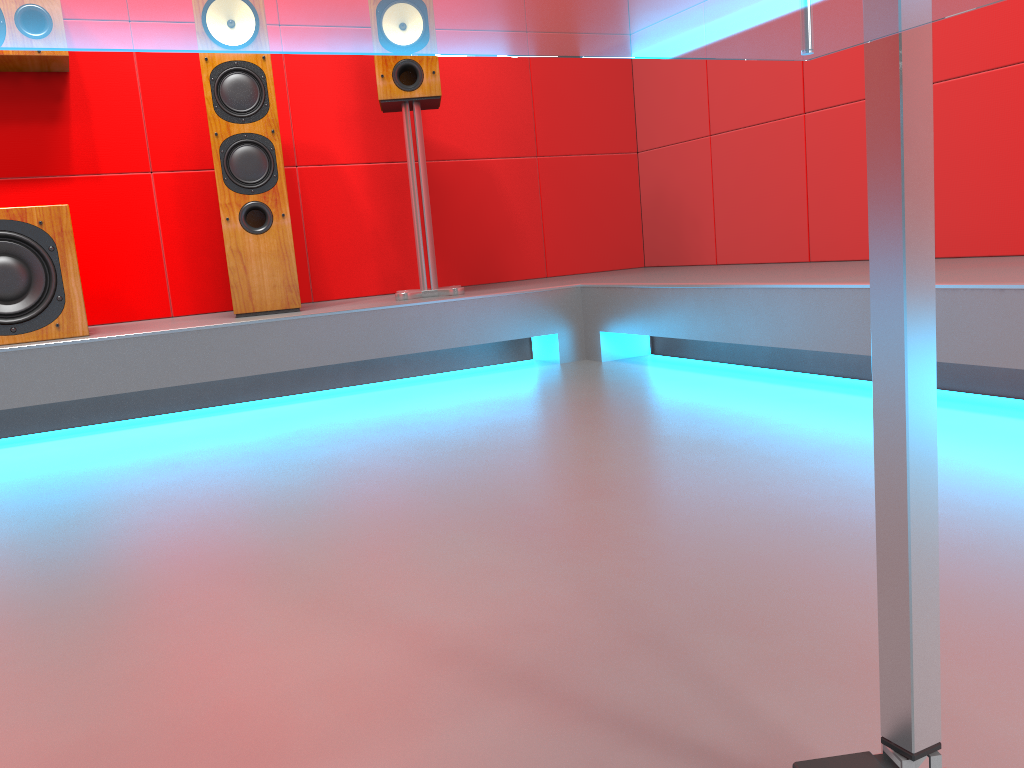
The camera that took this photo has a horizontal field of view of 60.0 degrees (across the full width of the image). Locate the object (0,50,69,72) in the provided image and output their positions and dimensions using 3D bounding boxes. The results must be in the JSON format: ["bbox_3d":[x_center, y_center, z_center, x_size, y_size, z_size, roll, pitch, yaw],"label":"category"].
[{"bbox_3d":[-1.631,-1.108,2.676,0.493,0.271,0.235,-9,10,-25],"label":"object"}]

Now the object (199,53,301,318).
[{"bbox_3d":[-0.831,-0.746,2.774,0.203,1.052,0.238,-7,9,-15],"label":"object"}]

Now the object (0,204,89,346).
[{"bbox_3d":[-1.422,-0.301,2.506,0.360,0.360,0.360,-9,10,-25],"label":"object"}]

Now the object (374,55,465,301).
[{"bbox_3d":[-0.330,-0.825,2.986,0.231,1.058,0.265,-6,9,-5],"label":"object"}]
